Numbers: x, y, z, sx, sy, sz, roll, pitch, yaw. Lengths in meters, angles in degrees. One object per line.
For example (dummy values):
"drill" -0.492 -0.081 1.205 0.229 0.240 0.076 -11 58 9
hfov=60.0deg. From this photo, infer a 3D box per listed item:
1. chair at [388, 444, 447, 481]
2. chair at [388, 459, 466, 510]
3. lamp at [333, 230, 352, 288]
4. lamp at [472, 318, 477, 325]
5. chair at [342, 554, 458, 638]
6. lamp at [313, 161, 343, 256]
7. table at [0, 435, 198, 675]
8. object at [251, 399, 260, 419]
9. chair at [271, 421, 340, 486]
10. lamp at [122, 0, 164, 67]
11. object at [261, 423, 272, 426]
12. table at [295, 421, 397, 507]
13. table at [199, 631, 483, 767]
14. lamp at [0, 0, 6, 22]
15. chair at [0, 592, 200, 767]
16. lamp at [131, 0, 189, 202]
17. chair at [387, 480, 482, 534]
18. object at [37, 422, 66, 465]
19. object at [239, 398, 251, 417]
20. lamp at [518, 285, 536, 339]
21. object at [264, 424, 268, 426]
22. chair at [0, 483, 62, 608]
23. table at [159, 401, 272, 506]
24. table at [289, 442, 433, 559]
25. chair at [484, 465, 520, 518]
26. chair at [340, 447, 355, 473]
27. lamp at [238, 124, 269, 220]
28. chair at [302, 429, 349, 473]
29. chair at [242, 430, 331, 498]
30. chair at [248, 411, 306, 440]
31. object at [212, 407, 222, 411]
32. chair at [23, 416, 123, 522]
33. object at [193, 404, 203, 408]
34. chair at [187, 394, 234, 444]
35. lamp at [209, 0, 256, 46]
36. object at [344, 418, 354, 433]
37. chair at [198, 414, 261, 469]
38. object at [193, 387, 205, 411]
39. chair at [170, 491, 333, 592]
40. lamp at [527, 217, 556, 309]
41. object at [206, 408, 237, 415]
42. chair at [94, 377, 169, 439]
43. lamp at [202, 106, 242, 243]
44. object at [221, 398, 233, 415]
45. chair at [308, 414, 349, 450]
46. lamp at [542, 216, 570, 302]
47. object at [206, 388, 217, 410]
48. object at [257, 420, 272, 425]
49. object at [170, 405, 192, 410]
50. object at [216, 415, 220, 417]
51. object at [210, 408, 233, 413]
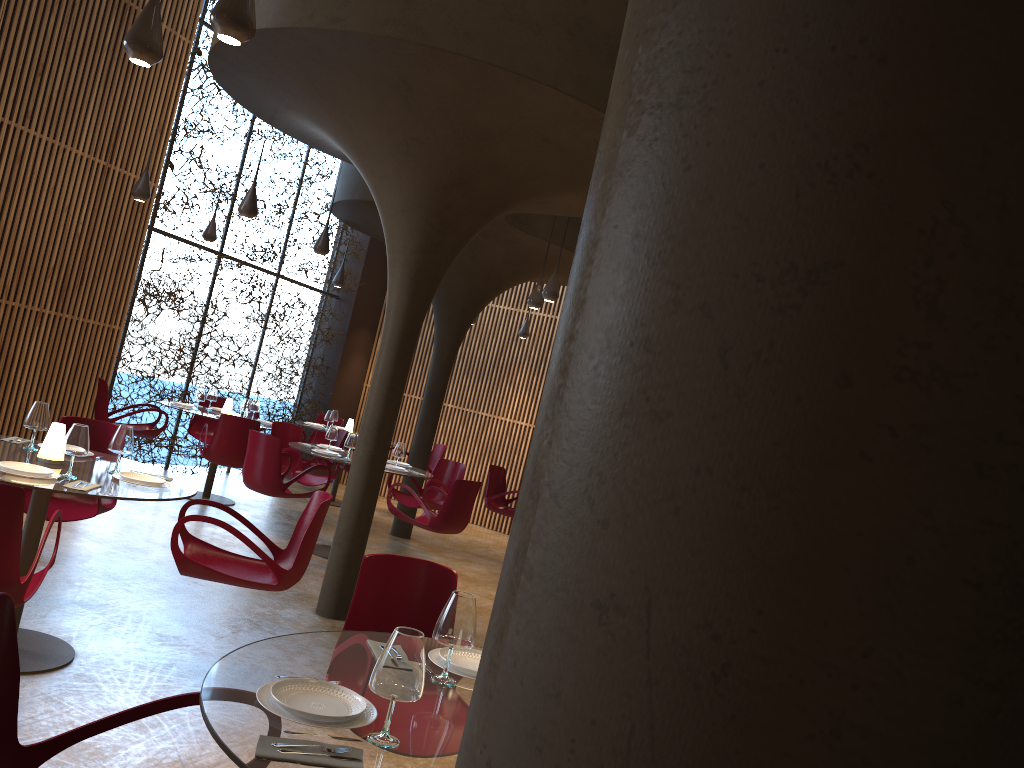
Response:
"chair" -1.560 1.230 14.516 0.875 0.636 0.623 14 -1 -25
"chair" -1.027 1.243 11.096 0.623 0.636 0.875 13 -2 35
"lamp" -1.979 -4.563 13.844 0.196 6.275 0.195 14 -1 -40
"lamp" 0.045 -4.043 14.725 0.195 6.275 0.196 13 -1 40
"chair" -0.415 1.142 3.762 0.626 0.636 0.871 14 -1 -20
"lamp" -1.526 -4.568 10.470 0.196 6.275 0.195 14 0 -20
"table" -2.831 1.006 5.168 1.674 1.130 1.671 14 -1 -12
"object" -3.467 0.349 11.933 0.142 0.295 0.141 14 -1 -25
"chair" -2.582 0.854 10.739 0.870 0.636 0.627 12 -2 40
"lamp" -1.149 -4.678 4.517 0.195 6.275 0.196 13 0 30
"object" -3.284 0.532 11.860 0.331 0.014 0.332 13 -2 18
"table" -2.739 1.331 14.086 1.676 1.130 1.669 14 -2 -23
"table" -0.186 1.559 2.607 1.675 1.130 1.670 14 -1 -14
"lamp" -3.718 -5.203 7.374 0.196 6.275 0.195 14 0 -37
"chair" -1.022 0.944 2.246 0.874 0.636 0.624 14 -1 -15
"lamp" -3.266 -5.020 9.547 0.196 6.275 0.196 14 0 0
"chair" -0.799 1.241 9.423 0.870 0.636 0.627 13 -1 35
"object" -2.671 0.344 5.173 0.142 0.232 0.145 13 -1 18
"object" -3.449 0.337 11.459 0.141 0.295 0.142 13 -1 41
"lamp" 0.921 -3.822 14.987 0.195 6.275 0.196 13 -1 40
"object" -3.282 0.533 11.856 0.205 0.012 0.410 15 -2 -28
"chair" -2.422 0.664 3.979 0.626 0.636 0.871 14 -1 -17
"table" -3.918 0.965 11.724 1.676 1.130 1.669 14 -2 -23
"table" -1.851 1.412 10.163 1.667 1.130 1.678 12 -2 44
"chair" 0.022 1.541 12.387 0.870 0.636 0.627 13 -1 30
"chair" -2.176 1.028 12.952 0.626 0.636 0.871 14 -1 -25
"lamp" -1.940 -4.720 8.944 0.196 6.275 0.195 14 0 -20
"chair" -2.739 0.864 12.154 0.875 0.636 0.623 14 -1 -25
"chair" -2.377 0.852 9.196 0.623 0.636 0.875 13 -2 30
"chair" -3.654 0.691 13.568 0.875 0.636 0.623 14 -1 -30
"object" -4.006 0.359 12.205 0.264 0.029 0.262 15 -2 -28
"chair" -3.048 0.586 6.143 0.626 0.636 0.872 14 -1 -12
"object" -4.293 0.304 12.126 0.127 0.017 0.261 14 -2 -18
"chair" -4.261 0.513 12.646 0.626 0.636 0.871 14 -1 -20
"lamp" -0.490 -4.541 3.867 0.195 6.275 0.196 13 0 30
"object" -2.579 0.669 14.090 0.144 0.232 0.142 14 -1 0
"chair" -3.354 0.662 10.590 0.626 0.636 0.871 14 -1 -25
"object" -4.030 0.195 11.426 0.141 0.295 0.142 13 -1 24
"chair" -1.605 0.911 5.442 0.874 0.636 0.624 14 -1 -17
"lamp" 0.997 -3.953 10.603 0.196 6.275 0.195 14 0 -30
"object" -4.005 0.370 12.208 0.411 0.012 0.204 14 -2 -23
"chair" -4.833 0.325 11.206 0.875 0.636 0.623 14 -1 -30
"lamp" -3.348 -4.959 11.945 0.196 6.275 0.195 14 -1 -40
"object" -3.758 0.303 11.729 0.142 0.232 0.144 14 -1 -10
"chair" -3.082 0.878 15.008 0.626 0.636 0.871 14 -1 -20
"lamp" 1.140 -3.950 9.651 0.196 6.275 0.195 14 0 -30
"object" -4.067 0.206 11.993 0.141 0.295 0.142 13 -1 37
"object" -3.282 0.522 11.860 0.262 0.029 0.264 13 -2 18
"object" -4.189 0.298 11.223 0.262 0.017 0.126 14 -2 -20
"object" -3.586 0.438 11.252 0.331 0.014 0.333 12 -2 34
"object" -4.008 0.368 12.205 0.331 0.014 0.332 13 -2 17
